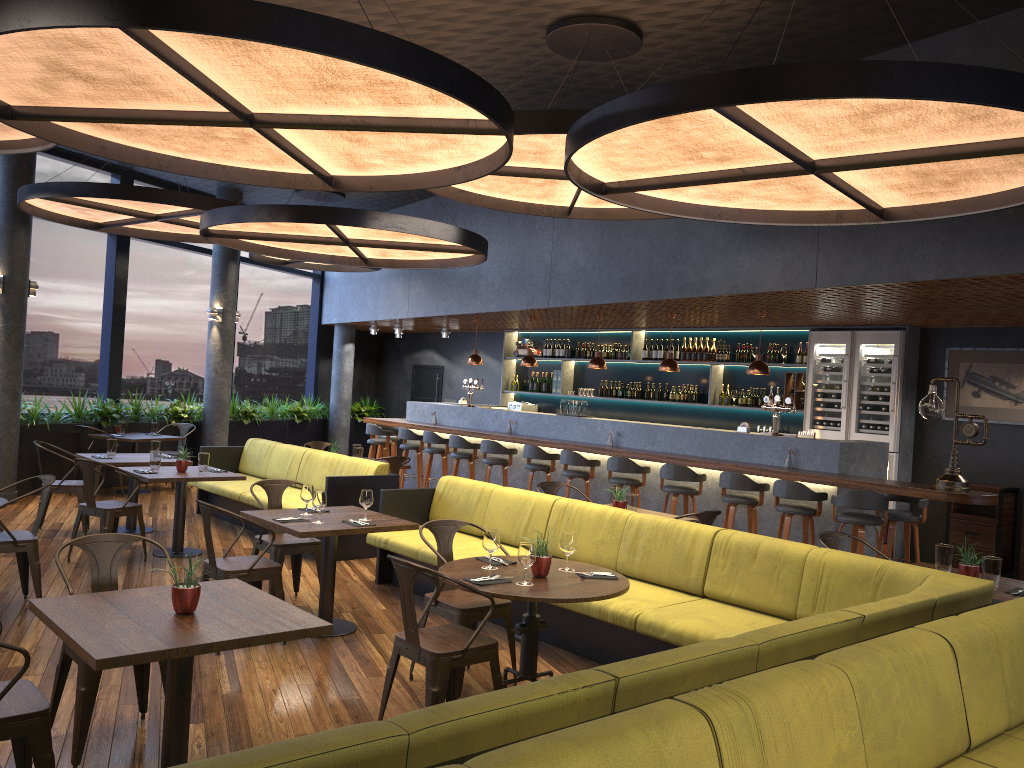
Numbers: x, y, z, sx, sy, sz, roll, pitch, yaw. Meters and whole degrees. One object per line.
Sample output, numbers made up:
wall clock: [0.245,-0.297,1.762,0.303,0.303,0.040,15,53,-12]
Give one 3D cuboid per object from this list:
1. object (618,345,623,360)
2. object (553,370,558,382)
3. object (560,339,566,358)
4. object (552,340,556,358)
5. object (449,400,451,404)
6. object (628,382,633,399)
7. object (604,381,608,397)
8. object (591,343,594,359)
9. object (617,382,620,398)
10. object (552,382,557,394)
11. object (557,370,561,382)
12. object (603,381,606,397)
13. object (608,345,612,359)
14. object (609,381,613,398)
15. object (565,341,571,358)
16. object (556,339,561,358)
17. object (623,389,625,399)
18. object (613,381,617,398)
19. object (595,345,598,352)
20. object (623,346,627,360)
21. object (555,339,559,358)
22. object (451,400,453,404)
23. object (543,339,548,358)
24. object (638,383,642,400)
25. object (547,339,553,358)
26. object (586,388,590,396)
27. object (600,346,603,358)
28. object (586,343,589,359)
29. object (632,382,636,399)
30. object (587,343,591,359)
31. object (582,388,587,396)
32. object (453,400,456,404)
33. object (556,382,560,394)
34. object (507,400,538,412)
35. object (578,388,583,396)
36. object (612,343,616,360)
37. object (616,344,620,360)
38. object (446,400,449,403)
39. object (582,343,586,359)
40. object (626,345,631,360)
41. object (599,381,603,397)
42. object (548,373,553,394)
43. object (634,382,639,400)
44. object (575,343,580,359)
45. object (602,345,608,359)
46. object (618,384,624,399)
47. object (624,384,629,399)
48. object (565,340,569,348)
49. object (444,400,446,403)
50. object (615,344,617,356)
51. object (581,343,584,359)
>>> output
object: [1.634,-0.472,13.314,0.068,0.217,0.068,3,0,34]
object: [0.730,-0.126,14.394,0.080,0.192,0.098,4,0,-41]
object: [0.824,-0.567,14.268,0.085,0.310,0.086,4,0,-8]
object: [0.696,-0.575,14.555,0.085,0.310,0.086,4,0,-30]
object: [-1.001,0.285,14.284,0.042,0.059,0.042,4,0,-43]
object: [1.764,0.098,13.215,0.063,0.254,0.063,4,0,-23]
object: [1.439,0.078,13.551,0.063,0.254,0.063,3,0,36]
object: [1.264,-0.512,13.932,0.063,0.254,0.063,3,0,-3]
object: [1.636,0.090,13.546,0.063,0.254,0.063,3,0,21]
object: [0.717,0.066,14.392,0.080,0.192,0.098,4,0,-41]
object: [0.795,-0.122,14.316,0.080,0.192,0.098,4,0,-41]
object: [1.439,0.078,13.700,0.063,0.254,0.063,3,0,41]
object: [1.515,-0.482,13.657,0.088,0.224,0.088,3,0,44]
object: [1.520,0.083,13.607,0.063,0.254,0.063,3,0,6]
object: [0.903,-0.545,14.183,0.083,0.301,0.083,4,0,-34]
object: [0.758,-0.571,14.347,0.085,0.310,0.086,4,0,-22]
object: [1.667,0.107,13.456,0.088,0.224,0.088,3,0,14]
object: [1.572,0.086,13.486,0.063,0.254,0.063,4,0,-13]
object: [1.314,-0.491,13.683,0.068,0.217,0.068,3,0,39]
object: [1.709,-0.467,13.370,0.068,0.217,0.068,4,0,-36]
object: [0.759,-0.571,14.481,0.085,0.310,0.086,4,0,-14]
object: [-0.975,0.287,14.328,0.042,0.059,0.042,4,0,-43]
object: [0.563,-0.583,14.568,0.085,0.310,0.086,4,0,-8]
object: [1.896,0.105,13.177,0.063,0.254,0.063,3,0,21]
object: [0.622,-0.579,14.497,0.085,0.310,0.086,4,0,-14]
object: [1.197,0.130,13.884,0.084,0.119,0.084,3,0,4]
object: [1.390,-0.486,13.738,0.068,0.217,0.068,4,0,-21]
object: [1.191,-0.516,14.002,0.063,0.254,0.063,3,0,21]
object: [1.830,0.102,13.262,0.063,0.254,0.063,4,0,-8]
object: [1.204,-0.515,13.834,0.063,0.254,0.063,4,0,-23]
object: [1.141,0.127,13.950,0.084,0.119,0.084,3,0,4]
object: [-0.936,0.289,14.360,0.042,0.059,0.042,4,0,-43]
object: [0.783,0.070,14.316,0.080,0.192,0.098,4,0,-41]
object: [0.102,0.566,14.864,0.550,0.569,0.355,4,0,-41]
object: [1.085,0.124,14.014,0.084,0.119,0.084,3,0,4]
object: [1.552,-0.495,13.460,0.063,0.254,0.063,3,0,7]
object: [1.627,-0.490,13.509,0.063,0.254,0.063,4,0,-13]
object: [-1.042,0.282,14.262,0.042,0.059,0.042,4,0,-43]
object: [1.137,-0.519,13.939,0.063,0.254,0.063,3,0,21]
object: [1.752,-0.468,13.222,0.088,0.224,0.088,4,0,-26]
object: [1.373,0.074,13.627,0.063,0.254,0.063,3,0,21]
object: [0.650,-0.013,14.618,0.094,0.340,0.094,4,0,-19]
object: [1.849,0.102,13.106,0.063,0.254,0.063,3,0,1]
object: [1.040,-0.525,14.007,0.063,0.254,0.063,3,0,31]
object: [1.430,-0.487,13.594,0.088,0.224,0.088,3,0,44]
object: [1.645,0.105,13.345,0.088,0.224,0.088,4,0,-26]
object: [1.749,0.112,13.397,0.088,0.224,0.088,3,0,24]
object: [0.896,-0.563,14.330,0.085,0.310,0.086,3,0,0]
object: [-1.078,0.280,14.231,0.042,0.059,0.042,4,0,-43]
object: [1.591,-0.492,13.590,0.063,0.254,0.063,4,0,-33]
object: [1.128,-0.520,14.069,0.063,0.254,0.063,3,0,26]
